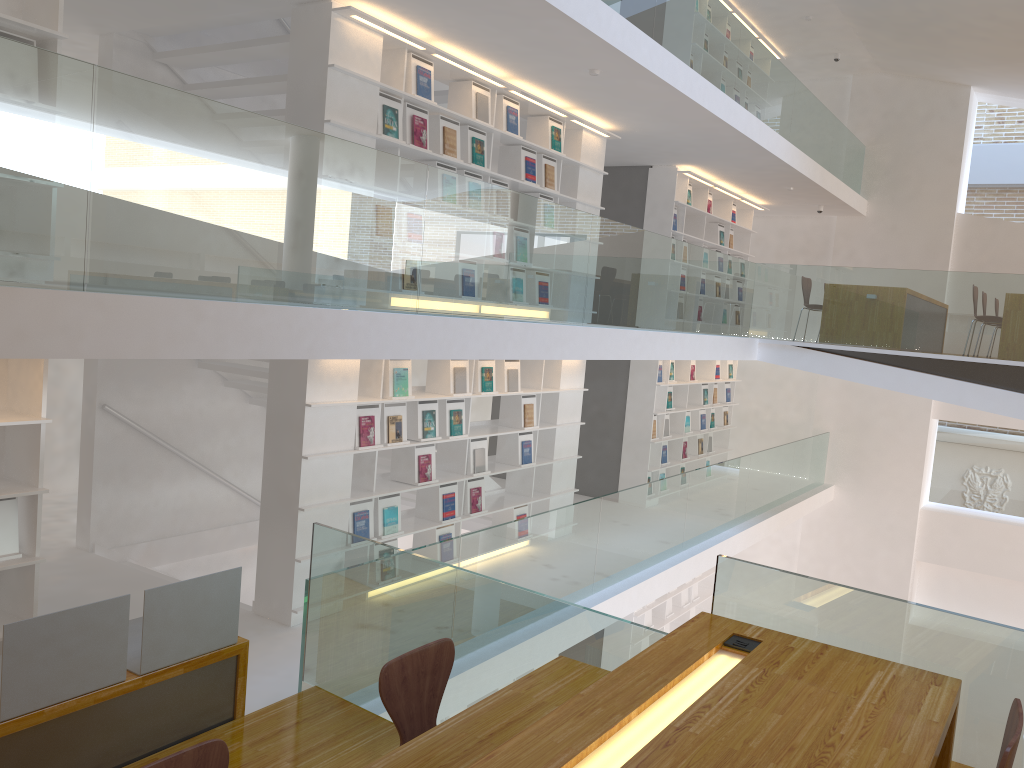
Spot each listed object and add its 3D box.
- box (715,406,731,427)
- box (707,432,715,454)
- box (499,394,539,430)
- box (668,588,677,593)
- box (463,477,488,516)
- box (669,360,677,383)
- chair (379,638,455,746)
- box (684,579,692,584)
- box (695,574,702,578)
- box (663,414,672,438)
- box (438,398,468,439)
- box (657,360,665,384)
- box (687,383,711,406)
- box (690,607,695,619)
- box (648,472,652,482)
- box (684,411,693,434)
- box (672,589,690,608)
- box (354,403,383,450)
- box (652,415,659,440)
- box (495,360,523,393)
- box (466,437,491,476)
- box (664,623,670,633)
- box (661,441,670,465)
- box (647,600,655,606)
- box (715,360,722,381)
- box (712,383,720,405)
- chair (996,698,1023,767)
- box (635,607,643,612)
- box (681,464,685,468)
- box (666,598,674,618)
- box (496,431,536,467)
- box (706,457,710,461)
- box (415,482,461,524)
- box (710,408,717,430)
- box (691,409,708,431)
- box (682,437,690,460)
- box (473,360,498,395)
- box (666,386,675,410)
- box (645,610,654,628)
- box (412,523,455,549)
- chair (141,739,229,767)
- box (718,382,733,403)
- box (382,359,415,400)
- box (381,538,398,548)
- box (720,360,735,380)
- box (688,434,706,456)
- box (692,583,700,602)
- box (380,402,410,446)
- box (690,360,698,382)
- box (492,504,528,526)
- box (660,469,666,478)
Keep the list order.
[{"bbox_3d":[2.913,0.431,12.460,0.274,0.296,0.245,8,5,32],"label":"box"},{"bbox_3d":[2.600,0.769,12.041,0.274,0.296,0.245,8,5,32],"label":"box"},{"bbox_3d":[0.074,0.231,7.844,0.274,0.296,0.245,8,5,32],"label":"box"},{"bbox_3d":[1.965,2.485,11.412,0.274,0.296,0.245,8,5,32],"label":"box"},{"bbox_3d":[-0.368,0.900,7.293,0.274,0.296,0.245,8,5,32],"label":"box"},{"bbox_3d":[1.815,-0.174,10.607,0.274,0.296,0.245,8,5,32],"label":"box"},{"bbox_3d":[-0.196,1.241,2.857,0.381,0.693,0.428,8,5,32],"label":"chair"},{"bbox_3d":[2.255,2.474,11.865,0.274,0.296,0.245,8,5,32],"label":"box"},{"bbox_3d":[2.444,2.466,12.161,0.274,0.296,0.245,8,5,32],"label":"box"},{"bbox_3d":[1.760,0.478,10.661,0.274,0.296,0.245,8,5,32],"label":"box"},{"bbox_3d":[-0.512,0.255,6.929,0.274,0.296,0.245,8,5,32],"label":"box"},{"bbox_3d":[1.614,-0.164,10.293,0.274,0.296,0.245,8,5,32],"label":"box"},{"bbox_3d":[2.455,0.125,11.675,0.274,0.296,0.245,8,5,32],"label":"box"},{"bbox_3d":[2.394,3.119,12.222,0.274,0.296,0.245,8,5,32],"label":"box"},{"bbox_3d":[1.501,1.141,10.396,0.274,0.296,0.245,8,5,32],"label":"box"},{"bbox_3d":[2.137,0.462,11.249,0.274,0.296,0.245,8,5,32],"label":"box"},{"bbox_3d":[2.234,2.800,11.902,0.274,0.296,0.245,8,5,32],"label":"box"},{"bbox_3d":[-1.056,0.276,6.080,0.274,0.296,0.245,8,5,32],"label":"box"},{"bbox_3d":[1.558,0.486,10.345,0.274,0.296,0.245,8,5,32],"label":"box"},{"bbox_3d":[-2.069,1.720,4.788,0.498,3.764,7.125,8,5,32],"label":"box"},{"bbox_3d":[-0.344,0.573,7.262,0.274,0.296,0.245,8,5,32],"label":"box"},{"bbox_3d":[1.901,3.139,11.453,0.274,0.296,0.245,8,5,32],"label":"box"},{"bbox_3d":[1.753,0.803,10.720,0.274,0.296,0.245,8,5,32],"label":"box"},{"bbox_3d":[1.588,2.501,10.824,0.274,0.296,0.245,8,5,32],"label":"box"},{"bbox_3d":[2.678,-0.209,11.954,0.274,0.296,0.245,8,5,32],"label":"box"},{"bbox_3d":[2.650,0.116,11.980,0.274,0.296,0.245,8,5,32],"label":"box"},{"bbox_3d":[0.956,1.081,2.115,0.381,0.693,0.428,8,5,32],"label":"chair"},{"bbox_3d":[1.385,2.509,10.508,0.274,0.296,0.245,8,5,32],"label":"box"},{"bbox_3d":[2.074,1.116,11.290,0.274,0.296,0.245,8,5,32],"label":"box"},{"bbox_3d":[1.929,2.812,11.426,0.274,0.296,0.245,8,5,32],"label":"box"},{"bbox_3d":[0.047,0.557,7.871,0.274,0.296,0.245,8,5,32],"label":"box"},{"bbox_3d":[2.567,1.096,12.059,0.274,0.296,0.245,8,5,32],"label":"box"},{"bbox_3d":[-0.571,0.908,6.977,0.274,0.296,0.245,8,5,32],"label":"box"},{"bbox_3d":[2.617,0.443,11.998,0.274,0.296,0.245,8,5,32],"label":"box"},{"bbox_3d":[2.427,0.451,11.702,0.274,0.296,0.245,8,5,32],"label":"box"},{"bbox_3d":[2.102,0.789,11.263,0.274,0.296,0.245,8,5,32],"label":"box"},{"bbox_3d":[-0.280,-0.080,7.222,0.274,0.296,0.245,8,5,32],"label":"box"},{"bbox_3d":[1.801,0.146,10.653,0.274,0.296,0.245,8,5,32],"label":"box"},{"bbox_3d":[1.581,2.826,10.883,0.274,0.296,0.245,8,5,32],"label":"box"},{"bbox_3d":[-0.598,1.234,7.004,0.274,0.296,0.245,8,5,32],"label":"box"},{"bbox_3d":[-0.720,1.262,2.039,0.381,0.693,0.428,8,5,32],"label":"chair"},{"bbox_3d":[2.933,0.104,12.422,0.274,0.296,0.245,8,5,32],"label":"box"},{"bbox_3d":[-0.864,-0.057,6.310,0.274,0.296,0.245,8,5,32],"label":"box"},{"bbox_3d":[-0.974,1.249,6.417,0.274,0.296,0.245,8,5,32],"label":"box"},{"bbox_3d":[2.961,-0.221,12.396,0.274,0.296,0.245,8,5,32],"label":"box"},{"bbox_3d":[2.406,0.777,11.739,0.274,0.296,0.245,8,5,32],"label":"box"},{"bbox_3d":[2.427,2.792,12.204,0.274,0.296,0.245,8,5,32],"label":"box"},{"bbox_3d":[-0.902,0.269,6.343,0.274,0.296,0.245,8,5,32],"label":"box"},{"bbox_3d":[2.183,-0.190,11.176,0.274,0.296,0.245,8,5,32],"label":"box"},{"bbox_3d":[0.005,1.210,7.945,0.274,0.296,0.245,8,5,32],"label":"box"},{"bbox_3d":[1.731,1.130,10.755,0.274,0.296,0.245,8,5,32],"label":"box"}]
